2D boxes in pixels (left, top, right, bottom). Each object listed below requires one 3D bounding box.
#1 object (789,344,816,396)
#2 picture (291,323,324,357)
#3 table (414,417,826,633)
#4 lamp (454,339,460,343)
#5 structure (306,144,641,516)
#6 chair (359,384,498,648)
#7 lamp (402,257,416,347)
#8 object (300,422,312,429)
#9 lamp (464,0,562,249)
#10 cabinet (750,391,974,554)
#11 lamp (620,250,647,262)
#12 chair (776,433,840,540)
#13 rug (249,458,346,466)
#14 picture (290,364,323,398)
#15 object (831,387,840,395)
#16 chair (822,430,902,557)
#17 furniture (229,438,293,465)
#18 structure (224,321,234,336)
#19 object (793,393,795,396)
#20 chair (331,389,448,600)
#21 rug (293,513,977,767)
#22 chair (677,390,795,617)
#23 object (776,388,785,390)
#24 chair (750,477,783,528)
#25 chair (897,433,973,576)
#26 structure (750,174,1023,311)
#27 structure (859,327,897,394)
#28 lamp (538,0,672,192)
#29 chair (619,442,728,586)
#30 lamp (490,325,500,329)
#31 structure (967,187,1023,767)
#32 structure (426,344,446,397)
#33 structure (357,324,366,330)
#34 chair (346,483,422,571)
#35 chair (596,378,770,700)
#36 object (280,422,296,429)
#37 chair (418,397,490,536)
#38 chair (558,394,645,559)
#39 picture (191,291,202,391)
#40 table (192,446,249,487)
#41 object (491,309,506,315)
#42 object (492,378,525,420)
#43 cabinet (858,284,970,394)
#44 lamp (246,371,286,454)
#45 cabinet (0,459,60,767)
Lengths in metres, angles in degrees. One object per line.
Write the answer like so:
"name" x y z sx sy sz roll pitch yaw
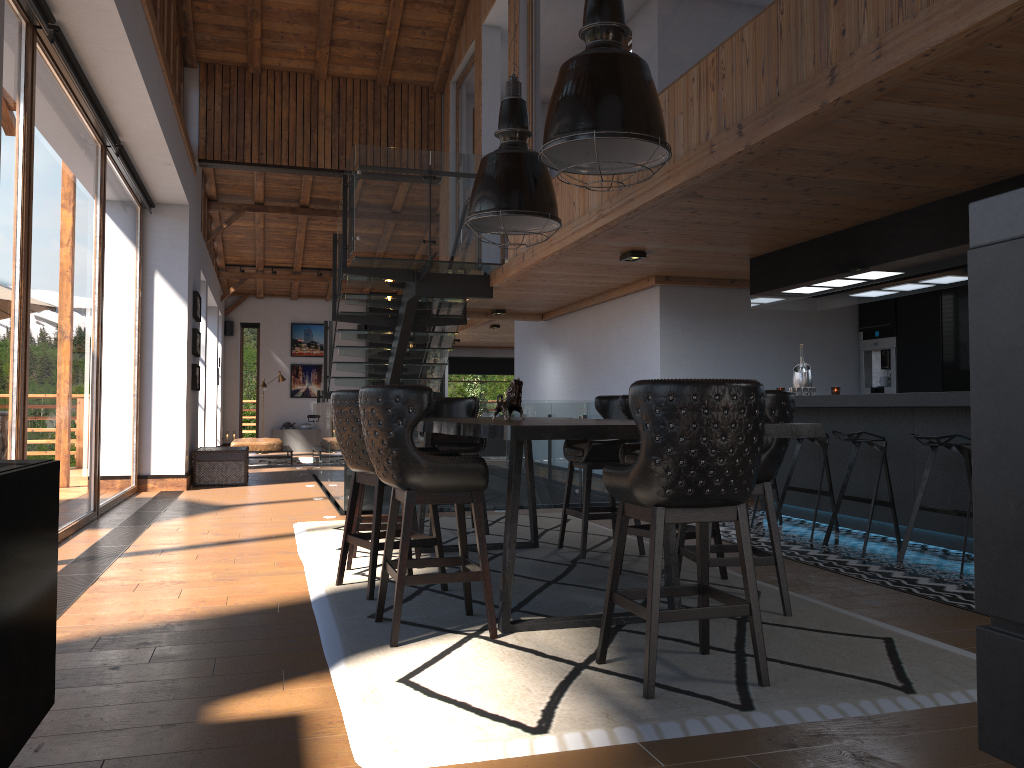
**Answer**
"object" 2.515 -0.118 7.681 0.227 0.453 0.223 1 -2 -16
"picture" -4.923 -1.063 21.559 0.885 0.816 0.035 1 -3 -17
"table" 0.068 0.682 5.148 1.439 0.950 3.770 1 -2 -16
"lamp" -1.359 -1.049 21.483 0.156 0.068 0.259 1 -2 -16
"structure" -3.151 0.888 9.706 9.271 6.402 10.948 1 -2 -16
"chair" -0.388 0.554 3.889 0.572 1.092 0.500 1 -2 -17
"lamp" -2.333 -1.668 19.385 0.264 2.203 0.795 1 -3 -25
"object" -4.935 1.001 21.208 0.282 0.161 0.257 0 -2 -14
"lamp" 0.010 -3.217 5.759 0.615 4.687 0.627 -1 -3 29
"cabinet" 3.011 0.626 6.481 0.894 1.104 4.767 1 -2 -16
"lamp" 1.076 -1.141 7.887 0.156 0.068 0.259 1 -2 -16
"chair" 2.392 0.773 7.040 0.473 0.840 0.534 1 -2 -19
"rug" -3.548 1.467 17.178 3.832 0.053 2.415 0 -2 -16
"picture" -4.924 -0.069 21.517 0.885 0.816 0.035 1 -3 -17
"object" 2.786 0.066 7.628 0.078 0.081 0.080 -2 -3 39
"chair" 2.533 0.750 6.270 0.471 0.840 0.536 0 -2 -10
"furniture" -4.850 1.270 17.002 1.183 0.437 2.740 1 -2 -16
"structure" -6.689 -1.314 20.956 0.215 0.349 0.212 1 -2 -16
"object" 2.633 0.082 8.176 0.078 0.081 0.080 -2 -3 39
"chair" -0.693 0.581 4.796 0.574 1.092 0.498 1 -3 -32
"rug" 0.040 1.146 5.455 2.568 0.047 5.592 0 -2 -16
"chair" 1.112 0.578 4.394 0.570 1.092 0.502 0 -2 -7
"object" 2.396 0.074 7.904 0.078 0.081 0.080 -2 -3 39
"chair" 2.149 0.793 7.750 0.472 0.840 0.535 1 -2 -16
"chair" 2.802 0.731 5.611 0.473 0.840 0.534 1 -2 -19
"structure" 2.972 -0.973 6.731 0.715 0.476 3.228 1 -2 -16
"structure" 4.049 -0.122 9.704 0.257 0.946 0.593 1 -2 -16
"lamp" 0.435 -3.261 4.236 0.615 4.687 0.627 -1 -3 29
"chair" 0.955 0.592 5.197 0.574 1.092 0.498 1 -3 -32
"lamp" -0.346 -1.155 17.853 0.156 0.068 0.259 1 -2 -16
"structure" 1.236 -0.447 0.954 1.454 1.650 0.430 1 -2 -17
"structure" -1.951 0.331 22.130 0.505 2.618 0.508 1 -3 -16
"structure" -3.700 -1.287 21.856 0.215 0.349 0.212 1 -2 -16
"chair" -0.850 0.614 5.598 0.570 1.092 0.502 0 -2 -7
"chair" 0.638 0.534 3.216 0.507 1.092 0.564 1 -2 -17
"object" -5.311 0.986 21.075 0.401 0.183 0.228 -1 -2 27
"chair" -0.490 0.646 7.051 0.507 1.092 0.564 1 -2 -17
"chair" 0.650 0.619 6.104 0.572 1.092 0.500 1 -2 -17
"picture" -4.305 -0.570 12.096 0.059 1.313 0.768 1 -2 -16
"table" -3.971 1.114 12.151 0.688 0.470 1.246 1 -2 -16
"object" -0.191 -1.009 12.421 0.156 0.068 0.259 1 -2 -16
"object" -0.023 0.087 5.096 0.114 0.254 0.223 -2 -3 37
"cabinet" 5.005 0.002 6.975 0.547 2.382 6.385 1 -2 -16
"lamp" -5.592 0.633 20.097 0.526 1.900 1.324 0 -2 5
"cabinet" -1.159 0.501 1.419 0.405 0.655 1.854 1 -2 -16
